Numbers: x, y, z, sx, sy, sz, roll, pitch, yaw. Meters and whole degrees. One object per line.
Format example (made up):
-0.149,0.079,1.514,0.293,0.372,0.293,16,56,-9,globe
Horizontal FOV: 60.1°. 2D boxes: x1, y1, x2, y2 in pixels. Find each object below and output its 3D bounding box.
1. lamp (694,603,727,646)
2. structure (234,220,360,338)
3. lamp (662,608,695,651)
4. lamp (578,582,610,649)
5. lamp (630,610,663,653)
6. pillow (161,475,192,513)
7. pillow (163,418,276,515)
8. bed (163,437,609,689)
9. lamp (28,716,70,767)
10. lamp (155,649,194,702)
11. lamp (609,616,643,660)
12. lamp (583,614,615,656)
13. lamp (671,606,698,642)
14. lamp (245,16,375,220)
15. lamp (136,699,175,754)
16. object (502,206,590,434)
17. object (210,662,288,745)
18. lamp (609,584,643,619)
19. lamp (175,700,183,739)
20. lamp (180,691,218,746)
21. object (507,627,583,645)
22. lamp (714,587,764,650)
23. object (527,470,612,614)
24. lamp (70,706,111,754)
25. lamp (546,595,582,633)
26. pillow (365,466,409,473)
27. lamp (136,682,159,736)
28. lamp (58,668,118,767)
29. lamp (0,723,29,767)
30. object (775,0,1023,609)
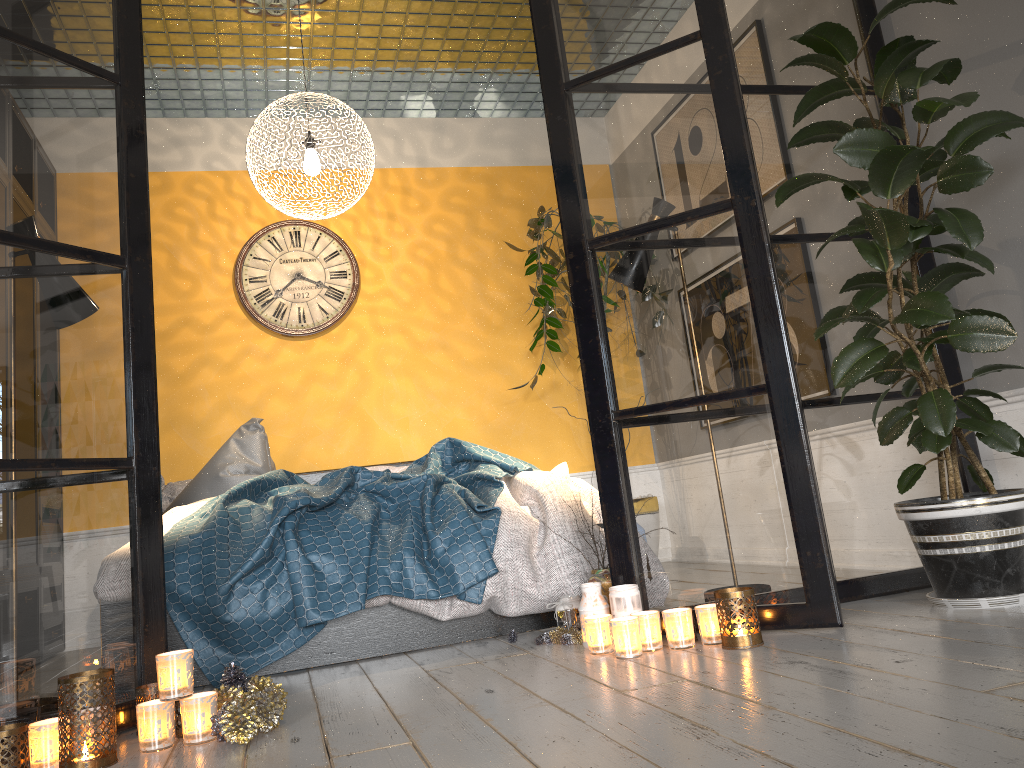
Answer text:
0.540,0.648,2.382,0.080,0.100,0.080,-12,-11,24,lamp
-1.274,-0.637,5.272,0.728,0.734,0.070,-4,-12,-16,structure
0.450,0.659,2.378,0.080,0.100,0.080,-12,-11,24,lamp
0.242,0.676,2.589,0.092,0.182,0.091,-8,-11,4,lamp
0.368,0.673,2.405,0.080,0.100,0.080,-12,-11,24,lamp
-1.426,0.640,4.595,0.754,0.461,0.508,2,-13,-44,pillow
-1.330,0.474,4.219,0.783,0.607,0.492,-6,-10,-10,pillow
-0.637,0.669,3.905,1.900,0.780,2.292,-5,-9,-15,bed
-0.983,0.769,1.880,0.080,0.100,0.080,-12,-11,24,lamp
-0.753,0.653,1.981,0.080,0.100,0.080,-12,-11,24,lamp
0.304,0.672,2.342,0.080,0.100,0.080,-12,-11,24,lamp
0.244,0.696,2.457,0.080,0.100,0.080,-15,-13,38,lamp
0.481,0.672,2.471,0.063,0.092,0.062,0,-13,-34,lamp
-1.007,-1.343,4.361,0.613,1.110,0.612,-12,-12,24,lamp
-0.785,0.754,1.954,0.080,0.100,0.080,-12,-11,24,lamp
0.548,-0.038,5.174,1.345,2.234,1.232,-1,-12,-29,object
-0.677,0.772,2.181,0.192,0.119,0.708,-3,-10,-27,object
0.329,0.659,2.511,0.091,0.169,0.089,-16,-14,39,lamp
-0.751,0.776,2.063,0.069,0.081,0.068,-6,-10,-8,lamp
-0.696,0.746,1.972,0.080,0.100,0.080,-12,-11,24,lamp
0.100,0.789,2.766,0.323,0.054,0.087,-14,-11,37,object
0.589,0.608,2.304,0.106,0.142,0.107,-15,-13,37,lamp
0.325,0.534,2.883,0.435,0.529,0.276,-12,-12,24,object
-0.930,0.773,1.955,0.080,0.100,0.080,-12,-11,24,lamp
0.184,0.741,2.803,0.108,0.133,0.095,3,-15,-45,lamp
-0.646,0.510,4.394,0.481,0.230,0.590,-13,-10,33,pillow
-0.876,0.792,2.163,0.081,0.108,0.079,-4,-11,-16,lamp
-0.896,0.710,1.867,0.115,0.189,0.113,-4,-11,-17,lamp
-1.032,0.760,1.804,0.084,0.112,0.083,2,-14,-39,lamp
-0.258,-0.154,2.162,3.901,1.819,0.997,-5,-11,-16,object
